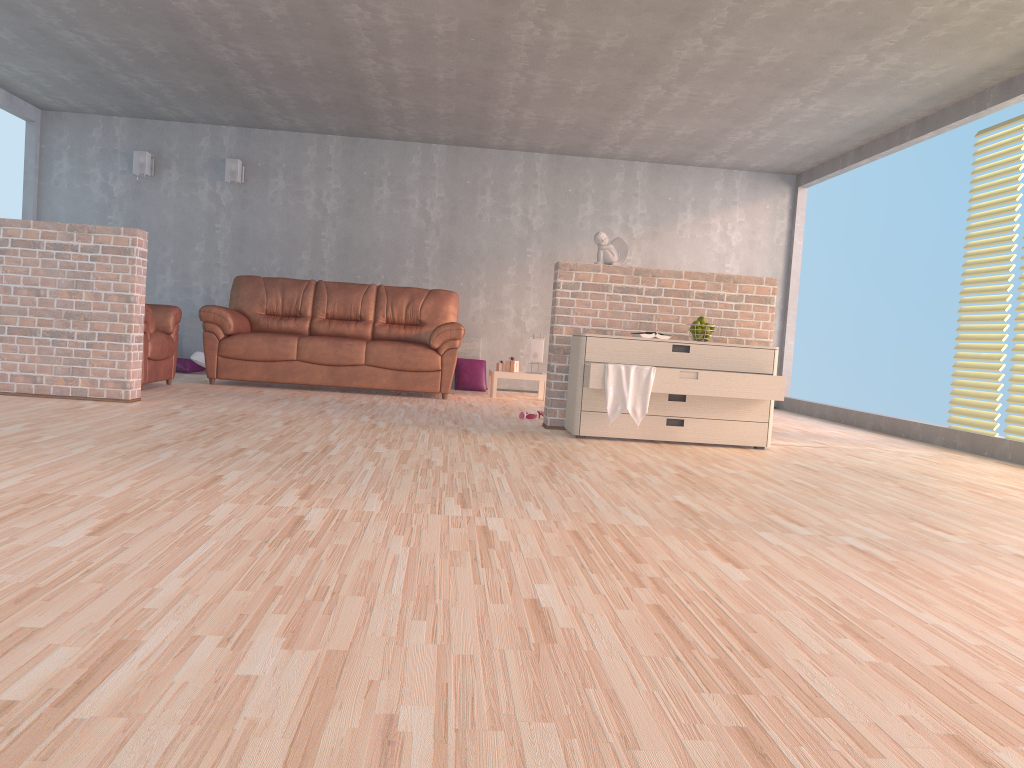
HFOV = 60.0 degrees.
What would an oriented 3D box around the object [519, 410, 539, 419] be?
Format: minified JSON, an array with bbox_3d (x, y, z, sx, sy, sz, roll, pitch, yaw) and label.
[{"bbox_3d":[0.115,0.216,6.173,0.078,0.066,0.192,6,4,32],"label":"object"}]

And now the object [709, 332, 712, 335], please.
[{"bbox_3d":[1.203,-0.321,5.441,0.053,0.054,0.053,6,3,31],"label":"object"}]

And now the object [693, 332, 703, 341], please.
[{"bbox_3d":[1.131,-0.292,5.403,0.060,0.055,0.059,7,4,41],"label":"object"}]

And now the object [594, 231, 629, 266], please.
[{"bbox_3d":[0.627,-0.860,5.660,0.216,0.218,0.131,4,3,-5],"label":"object"}]

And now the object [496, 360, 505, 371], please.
[{"bbox_3d":[-0.073,-0.171,8.365,0.152,0.105,0.080,2,4,-36],"label":"object"}]

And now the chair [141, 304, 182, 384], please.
[{"bbox_3d":[-3.048,-0.481,6.588,0.936,0.879,0.970,4,3,-5],"label":"chair"}]

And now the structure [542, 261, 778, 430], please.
[{"bbox_3d":[0.948,-0.203,5.726,1.422,1.057,0.211,4,3,-4],"label":"structure"}]

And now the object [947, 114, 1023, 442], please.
[{"bbox_3d":[3.338,-0.589,4.071,0.044,2.114,4.372,4,3,-4],"label":"object"}]

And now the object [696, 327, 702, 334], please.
[{"bbox_3d":[1.130,-0.325,5.365,0.038,0.040,0.039,4,3,4],"label":"object"}]

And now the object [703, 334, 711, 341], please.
[{"bbox_3d":[1.186,-0.283,5.403,0.046,0.048,0.048,3,3,-16],"label":"object"}]

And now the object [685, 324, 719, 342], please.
[{"bbox_3d":[1.158,-0.308,5.416,0.202,0.104,0.202,3,3,-11],"label":"object"}]

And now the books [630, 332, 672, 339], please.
[{"bbox_3d":[0.836,-0.294,5.332,0.209,0.040,0.146,3,3,-14],"label":"books"}]

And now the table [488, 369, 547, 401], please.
[{"bbox_3d":[0.061,0.008,8.385,0.548,0.241,0.548,4,3,-4],"label":"table"}]

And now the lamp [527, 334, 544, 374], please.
[{"bbox_3d":[0.225,-0.283,8.341,0.140,0.376,0.140,4,3,-4],"label":"lamp"}]

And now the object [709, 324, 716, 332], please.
[{"bbox_3d":[1.213,-0.338,5.380,0.047,0.047,0.046,6,4,33],"label":"object"}]

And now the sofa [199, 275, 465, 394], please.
[{"bbox_3d":[-1.524,-0.461,7.815,2.202,0.923,0.981,4,3,-4],"label":"sofa"}]

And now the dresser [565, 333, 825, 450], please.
[{"bbox_3d":[1.210,0.062,5.295,1.686,0.612,0.605,4,3,-4],"label":"dresser"}]

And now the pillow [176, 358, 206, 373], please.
[{"bbox_3d":[-3.202,-0.184,8.591,0.392,0.130,0.365,5,3,16],"label":"pillow"}]

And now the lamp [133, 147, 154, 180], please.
[{"bbox_3d":[-3.645,-2.172,8.750,0.165,0.319,0.168,4,3,-4],"label":"lamp"}]

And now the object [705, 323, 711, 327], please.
[{"bbox_3d":[1.195,-0.354,5.417,0.043,0.043,0.039,3,3,-19],"label":"object"}]

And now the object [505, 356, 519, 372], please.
[{"bbox_3d":[0.002,-0.185,8.298,0.099,0.147,0.102,5,3,24],"label":"object"}]

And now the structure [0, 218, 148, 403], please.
[{"bbox_3d":[-3.005,-0.463,5.419,1.422,1.057,0.211,4,3,-4],"label":"structure"}]

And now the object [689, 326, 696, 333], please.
[{"bbox_3d":[1.104,-0.332,5.399,0.046,0.044,0.046,4,3,-9],"label":"object"}]

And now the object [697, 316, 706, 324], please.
[{"bbox_3d":[1.157,-0.386,5.418,0.054,0.056,0.054,4,3,-4],"label":"object"}]

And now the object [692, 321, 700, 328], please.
[{"bbox_3d":[1.117,-0.363,5.373,0.046,0.045,0.046,4,3,-5],"label":"object"}]

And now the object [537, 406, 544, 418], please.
[{"bbox_3d":[0.252,0.209,6.294,0.188,0.085,0.069,6,4,35],"label":"object"}]

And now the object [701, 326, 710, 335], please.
[{"bbox_3d":[1.172,-0.323,5.367,0.057,0.057,0.057,6,3,29],"label":"object"}]

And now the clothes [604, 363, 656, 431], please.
[{"bbox_3d":[0.653,0.075,4.965,0.325,0.369,0.097,4,3,-4],"label":"clothes"}]

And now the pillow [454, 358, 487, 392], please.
[{"bbox_3d":[-0.419,-0.088,8.929,0.327,0.326,0.241,3,3,-10],"label":"pillow"}]

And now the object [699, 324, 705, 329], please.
[{"bbox_3d":[1.151,-0.349,5.391,0.039,0.038,0.039,5,3,24],"label":"object"}]

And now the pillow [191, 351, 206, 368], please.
[{"bbox_3d":[-2.948,-0.208,8.634,0.357,0.205,0.388,3,3,-18],"label":"pillow"}]

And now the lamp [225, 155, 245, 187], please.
[{"bbox_3d":[-2.766,-2.114,8.822,0.165,0.319,0.177,4,3,-4],"label":"lamp"}]
